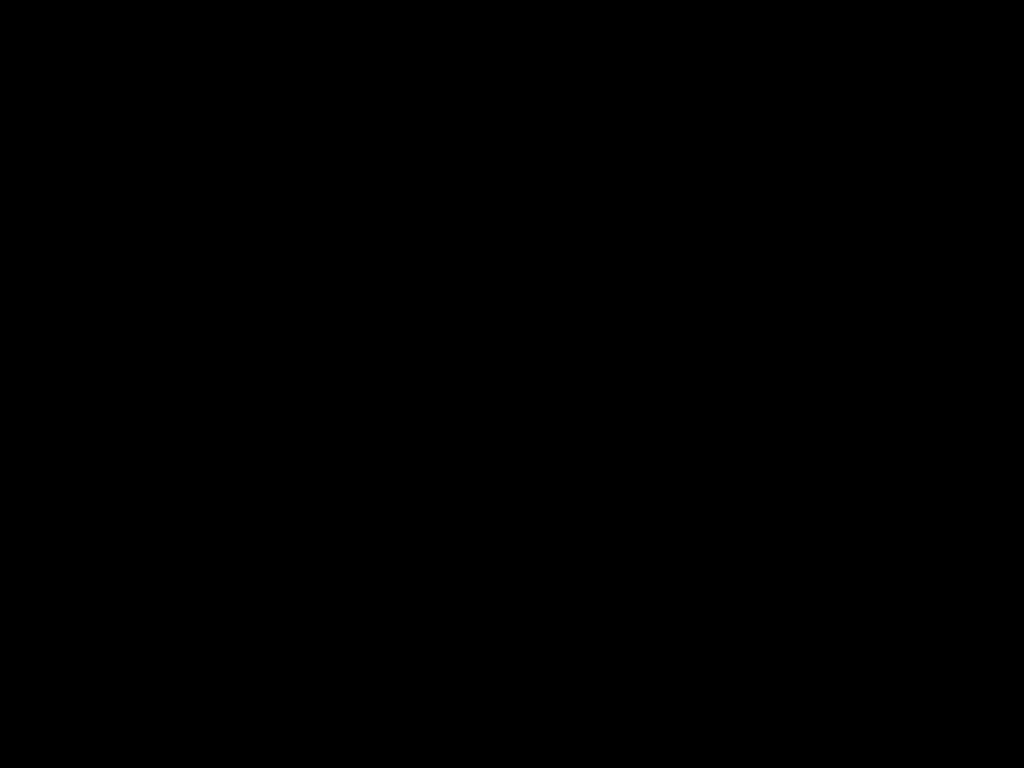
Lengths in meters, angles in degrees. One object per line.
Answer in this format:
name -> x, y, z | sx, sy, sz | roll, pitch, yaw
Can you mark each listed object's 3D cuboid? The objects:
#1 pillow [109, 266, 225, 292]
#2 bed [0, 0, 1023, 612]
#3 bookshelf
pillow -> -1.160, -0.397, 2.609 | 0.470, 0.241, 0.498 | 7, -1, 27
bed -> -0.694, -0.432, 1.067 | 2.087, 0.994, 3.009 | 7, -1, -28
bookshelf -> -1.588, -0.184, 2.677 | 1.495, 0.303, 0.643 | 7, -1, -28
